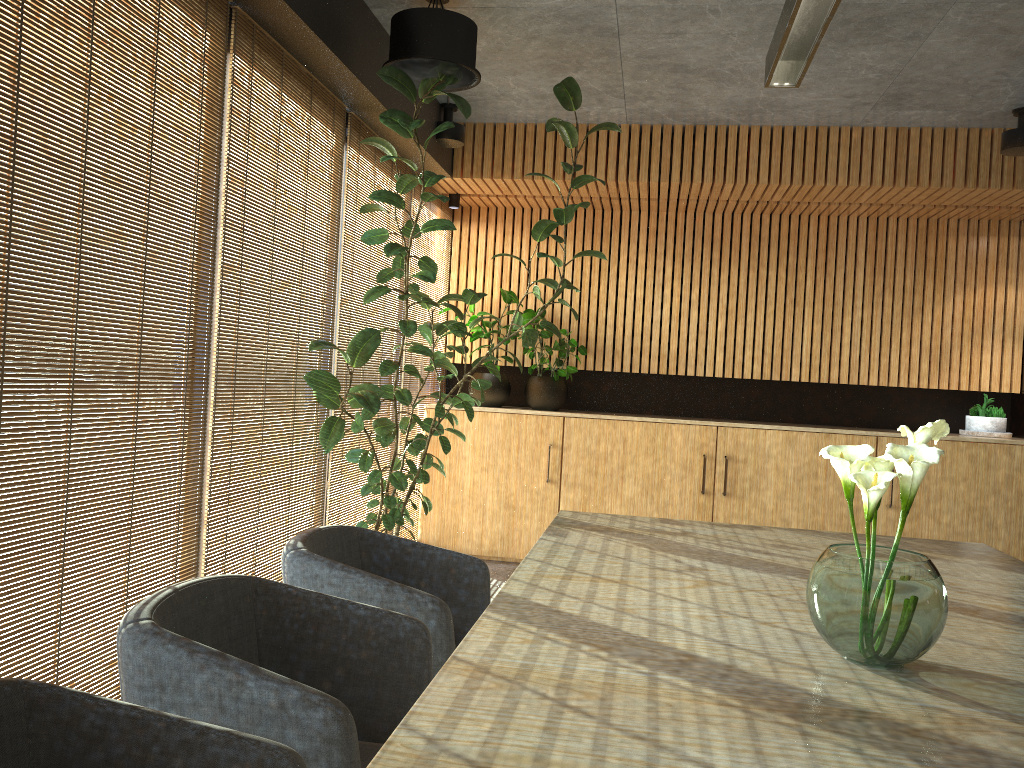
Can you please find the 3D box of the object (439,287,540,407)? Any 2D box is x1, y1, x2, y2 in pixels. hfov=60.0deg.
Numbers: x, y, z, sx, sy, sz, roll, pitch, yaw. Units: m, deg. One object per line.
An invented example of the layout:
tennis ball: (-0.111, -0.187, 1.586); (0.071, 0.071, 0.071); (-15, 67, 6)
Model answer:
object: (-0.226, -0.330, 7.726); (0.640, 1.054, 0.666); (3, 0, -40)

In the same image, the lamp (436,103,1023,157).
lamp: (1.464, -1.801, 6.198); (4.179, 0.294, 0.257); (3, 0, 9)

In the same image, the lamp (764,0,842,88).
lamp: (0.911, -1.645, 1.989); (0.151, 0.618, 4.009); (3, 0, 9)

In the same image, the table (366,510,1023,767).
table: (0.785, 1.080, 1.981); (1.816, 0.927, 3.932); (3, 0, 9)

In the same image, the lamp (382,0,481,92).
lamp: (-0.406, -1.814, 4.614); (0.513, 0.497, 0.513); (3, 0, -20)

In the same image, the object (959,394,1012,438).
object: (3.870, 0.256, 7.237); (0.384, 0.347, 0.384); (3, 0, 31)

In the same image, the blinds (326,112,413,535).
blinds: (-0.950, -0.124, 6.037); (0.039, 3.038, 1.422); (3, 0, 9)

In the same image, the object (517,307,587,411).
object: (0.274, -0.215, 7.631); (0.679, 0.880, 0.512); (3, 0, 12)

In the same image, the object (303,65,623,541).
object: (-0.593, -0.180, 5.439); (1.875, 3.266, 1.958); (3, 0, -42)

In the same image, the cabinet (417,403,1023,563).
cabinet: (1.670, 0.941, 7.508); (4.954, 1.272, 1.006); (3, 0, 9)

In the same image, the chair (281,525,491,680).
chair: (-0.414, 1.002, 3.081); (0.761, 0.944, 0.706); (3, 0, 9)

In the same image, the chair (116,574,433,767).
chair: (-0.554, 0.997, 2.193); (0.761, 0.944, 0.706); (3, 0, 9)

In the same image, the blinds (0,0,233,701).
blinds: (-1.412, -0.140, 3.112); (0.039, 3.038, 1.422); (3, 0, 9)

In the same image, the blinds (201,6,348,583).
blinds: (-1.183, -0.132, 4.562); (0.039, 3.038, 1.422); (3, 0, 9)

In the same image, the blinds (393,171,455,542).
blinds: (-0.721, -0.116, 7.488); (0.039, 3.038, 1.422); (3, 0, 9)

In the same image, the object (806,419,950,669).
object: (0.826, 0.346, 2.000); (0.295, 0.546, 0.322); (3, 0, 19)

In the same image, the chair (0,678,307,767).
chair: (-0.694, 0.992, 1.304); (0.761, 0.944, 0.706); (3, 0, 9)
